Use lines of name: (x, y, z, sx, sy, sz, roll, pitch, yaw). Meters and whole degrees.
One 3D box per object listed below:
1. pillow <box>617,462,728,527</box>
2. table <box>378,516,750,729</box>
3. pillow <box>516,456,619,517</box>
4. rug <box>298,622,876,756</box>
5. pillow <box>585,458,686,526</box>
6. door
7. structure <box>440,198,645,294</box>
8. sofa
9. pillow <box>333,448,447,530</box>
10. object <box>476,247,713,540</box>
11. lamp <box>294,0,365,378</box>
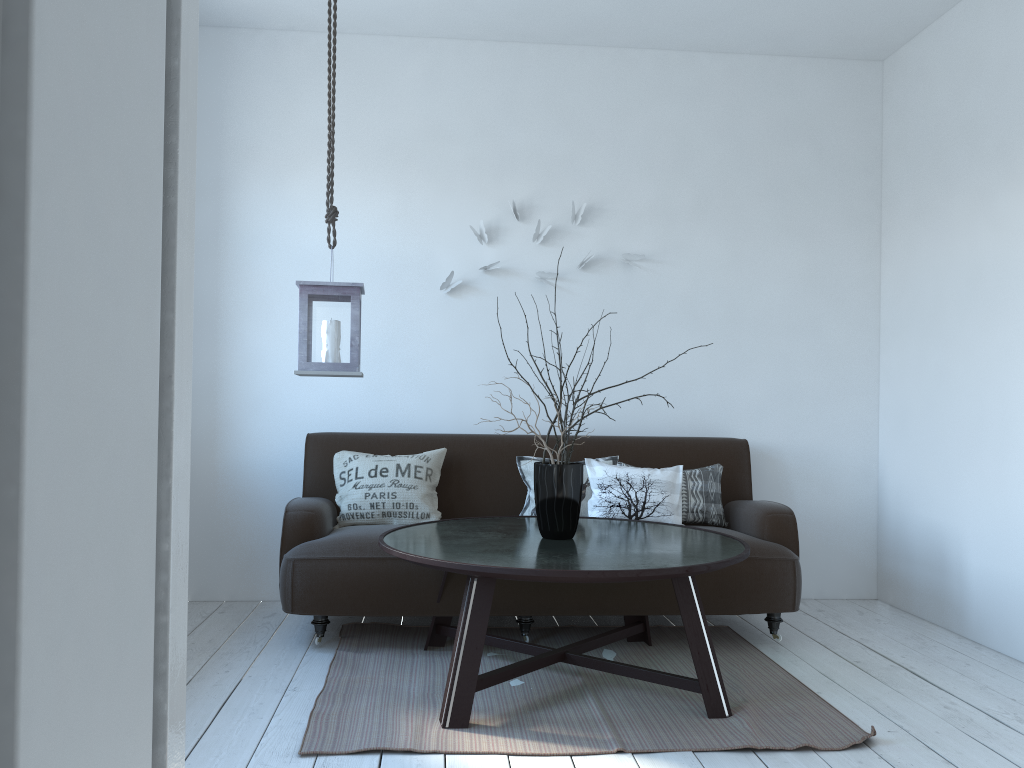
pillow: (0.740, 0.511, 4.119, 0.542, 0.288, 0.183, 1, -1, -4)
table: (0.175, 0.801, 3.170, 1.300, 0.503, 1.300, 1, -1, -15)
pillow: (0.252, 0.498, 4.040, 0.473, 0.347, 0.158, 1, -1, -7)
rug: (0.171, 1.026, 3.194, 1.710, 0.055, 1.456, 1, -2, -4)
pillow: (0.550, 0.492, 3.990, 0.471, 0.309, 0.188, 1, -1, -4)
door: (0.393, -0.265, 0.598, 2.599, 2.505, 0.577, 1, -1, -5)
structure: (0.156, -0.679, 4.437, 1.025, 0.478, 0.085, 1, -1, -5)
sofa: (0.116, 0.649, 3.958, 2.165, 0.824, 0.969, 1, -1, -5)
pillow: (-0.555, 0.473, 4.010, 0.519, 0.367, 0.239, 1, -1, -5)
object: (0.301, 0.021, 3.124, 0.846, 1.066, 0.525, 2, -1, -34)
lamp: (-0.630, -0.909, 3.144, 0.228, 1.762, 0.228, 1, -1, -8)
